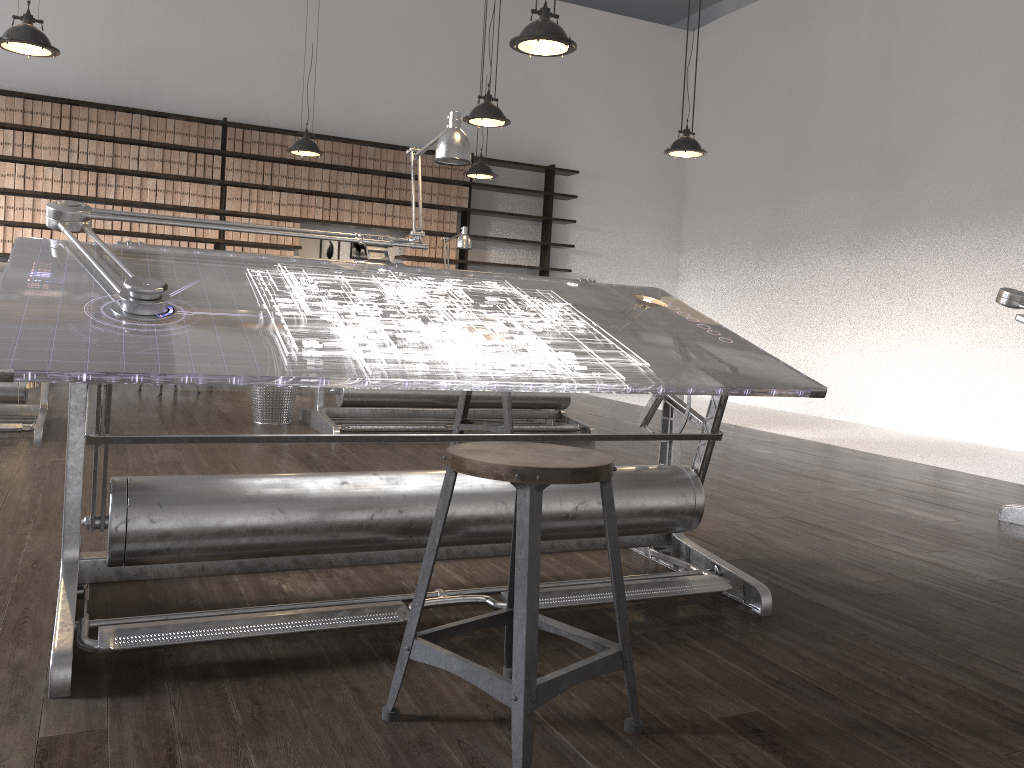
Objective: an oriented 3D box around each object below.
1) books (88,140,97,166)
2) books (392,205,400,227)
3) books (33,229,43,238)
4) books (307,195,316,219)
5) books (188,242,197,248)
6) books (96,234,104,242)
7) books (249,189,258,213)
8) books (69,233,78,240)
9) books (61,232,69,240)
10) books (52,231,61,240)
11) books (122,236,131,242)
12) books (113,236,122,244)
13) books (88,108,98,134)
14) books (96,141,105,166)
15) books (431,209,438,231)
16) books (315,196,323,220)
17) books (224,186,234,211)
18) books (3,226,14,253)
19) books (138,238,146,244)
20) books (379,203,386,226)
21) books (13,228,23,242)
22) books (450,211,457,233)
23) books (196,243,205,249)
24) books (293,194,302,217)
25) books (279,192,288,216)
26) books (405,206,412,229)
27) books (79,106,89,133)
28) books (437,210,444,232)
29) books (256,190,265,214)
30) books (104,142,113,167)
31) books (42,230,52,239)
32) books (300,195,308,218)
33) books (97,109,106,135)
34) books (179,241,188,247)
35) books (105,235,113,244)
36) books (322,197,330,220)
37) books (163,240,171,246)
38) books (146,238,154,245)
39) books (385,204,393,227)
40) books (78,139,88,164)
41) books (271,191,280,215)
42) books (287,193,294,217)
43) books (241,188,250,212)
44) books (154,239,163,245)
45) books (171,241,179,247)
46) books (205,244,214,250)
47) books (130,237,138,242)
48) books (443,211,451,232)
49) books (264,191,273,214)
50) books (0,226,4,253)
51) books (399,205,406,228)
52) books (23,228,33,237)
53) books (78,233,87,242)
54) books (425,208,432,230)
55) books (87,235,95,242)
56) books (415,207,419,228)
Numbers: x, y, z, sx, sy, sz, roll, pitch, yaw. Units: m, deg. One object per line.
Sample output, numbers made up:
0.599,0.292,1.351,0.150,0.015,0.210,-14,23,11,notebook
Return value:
-3.711,-2.030,7.832,0.066,0.225,0.175,3,2,-25,books
-1.204,-1.703,9.017,0.066,0.225,0.175,3,2,-25,books
-4.120,-1.225,7.686,0.066,0.225,0.175,3,2,-25,books
-1.976,-1.721,8.660,0.066,0.225,0.175,3,2,-25,books
-2.976,-1.198,8.220,0.066,0.225,0.175,3,2,-25,books
-3.674,-1.215,7.894,0.066,0.225,0.175,3,2,-25,books
-2.473,-1.732,8.424,0.066,0.225,0.175,3,2,-25,books
-3.866,-1.219,7.797,0.067,0.225,0.175,3,2,-25,books
-3.925,-1.221,7.774,0.066,0.225,0.175,3,2,-25,books
-3.985,-1.222,7.749,0.066,0.225,0.175,3,2,-25,books
-3.480,-1.210,7.981,0.066,0.225,0.175,3,2,-25,books
-3.545,-1.211,7.948,0.067,0.225,0.175,3,2,-25,books
-3.701,-2.306,7.823,0.066,0.225,0.175,3,2,-25,books
-3.655,-2.029,7.861,0.066,0.225,0.175,3,2,-25,books
-0.830,-1.693,9.189,0.067,0.225,0.175,3,2,-25,books
-1.910,-1.719,8.686,0.066,0.225,0.175,3,2,-25,books
-2.662,-1.737,8.337,0.066,0.225,0.175,3,2,-25,books
-4.312,-1.230,7.595,0.066,0.225,0.175,3,2,-25,books
-3.362,-1.207,8.033,0.067,0.225,0.175,3,2,-25,books
-1.334,-1.705,8.953,0.067,0.225,0.175,3,2,-25,books
-4.248,-1.228,7.625,0.066,0.225,0.175,3,2,-25,books
-0.642,-1.689,9.279,0.066,0.225,0.175,3,2,-25,books
-2.905,-1.196,8.247,0.067,0.225,0.175,3,2,-25,books
-2.099,-1.723,8.596,0.067,0.225,0.175,3,2,-25,books
-2.218,-1.726,8.544,0.066,0.225,0.175,3,2,-25,books
-1.079,-1.700,9.078,0.066,0.225,0.175,3,2,-25,books
-3.766,-2.308,7.789,0.066,0.225,0.175,3,2,-25,books
-0.772,-1.693,9.222,0.066,0.225,0.175,3,2,-25,books
-2.412,-1.731,8.457,0.066,0.225,0.175,3,2,-25,books
-3.592,-2.027,7.885,0.067,0.225,0.175,3,2,-25,books
-4.050,-1.223,7.712,0.067,0.225,0.175,3,2,-25,books
-2.040,-1.722,8.630,0.066,0.225,0.175,3,2,-25,books
-3.640,-2.305,7.856,0.066,0.225,0.175,3,2,-25,books
-3.041,-1.200,8.184,0.067,0.225,0.175,3,2,-25,books
-3.611,-1.213,7.922,0.066,0.225,0.175,3,2,-25,books
-1.848,-1.718,8.720,0.066,0.225,0.175,3,2,-25,books
-3.173,-1.203,8.123,0.066,0.225,0.175,3,2,-25,books
-3.303,-1.206,8.067,0.066,0.225,0.175,3,2,-25,books
-1.268,-1.704,8.983,0.066,0.225,0.175,3,2,-25,books
-3.776,-2.031,7.800,0.067,0.225,0.175,3,2,-25,books
-2.282,-1.728,8.511,0.067,0.225,0.175,3,2,-25,books
-2.161,-1.725,8.572,0.066,0.225,0.175,3,2,-25,books
-2.537,-1.734,8.391,0.066,0.225,0.175,3,2,-25,books
-3.239,-1.205,8.097,0.066,0.225,0.175,3,2,-25,books
-3.111,-1.202,8.157,0.066,0.225,0.175,3,2,-25,books
-2.836,-1.195,8.282,0.066,0.225,0.175,3,2,-25,books
-3.424,-1.209,8.009,0.066,0.225,0.175,3,2,-25,books
-0.707,-1.691,9.253,0.066,0.225,0.175,3,2,-25,books
-2.348,-1.730,8.485,0.066,0.225,0.175,3,2,-25,books
-4.371,-1.231,7.561,0.067,0.225,0.175,3,2,-25,books
-1.143,-1.701,9.050,0.066,0.225,0.175,3,2,-25,books
-4.182,-1.226,7.651,0.066,0.225,0.175,3,2,-25,books
-3.800,-1.217,7.828,0.066,0.225,0.175,3,2,-25,books
-0.892,-1.695,9.165,0.066,0.225,0.175,3,2,-25,books
-3.736,-1.216,7.861,0.066,0.225,0.175,3,2,-25,books
-1.014,-1.698,9.104,0.067,0.225,0.175,3,2,-25,books
